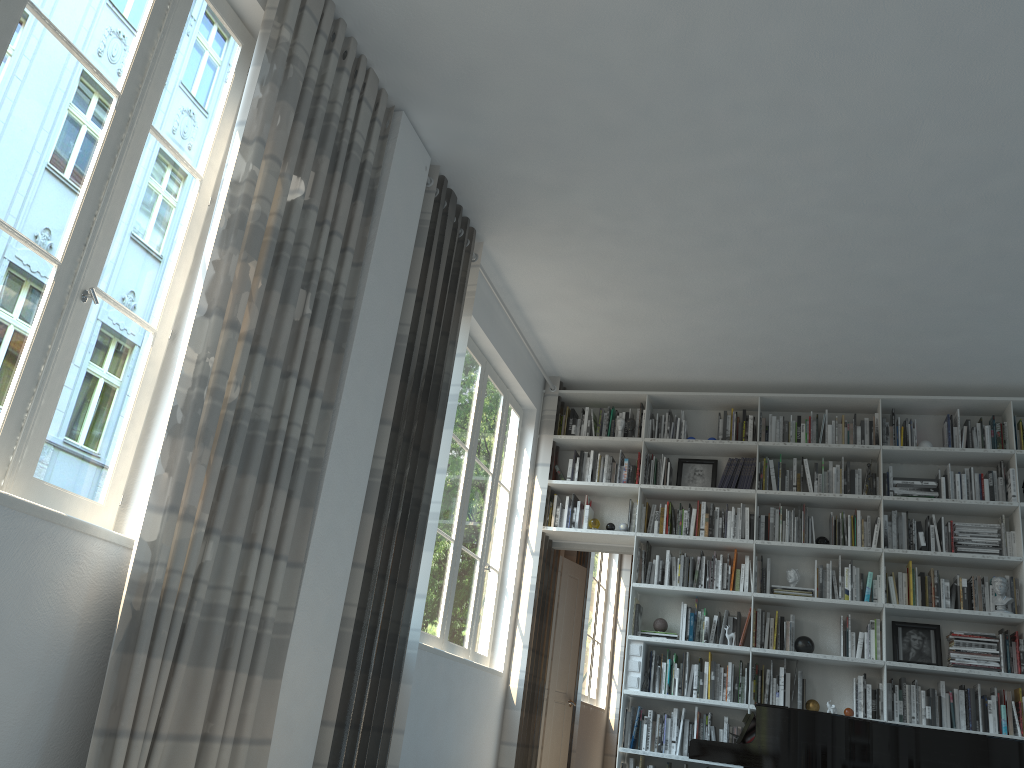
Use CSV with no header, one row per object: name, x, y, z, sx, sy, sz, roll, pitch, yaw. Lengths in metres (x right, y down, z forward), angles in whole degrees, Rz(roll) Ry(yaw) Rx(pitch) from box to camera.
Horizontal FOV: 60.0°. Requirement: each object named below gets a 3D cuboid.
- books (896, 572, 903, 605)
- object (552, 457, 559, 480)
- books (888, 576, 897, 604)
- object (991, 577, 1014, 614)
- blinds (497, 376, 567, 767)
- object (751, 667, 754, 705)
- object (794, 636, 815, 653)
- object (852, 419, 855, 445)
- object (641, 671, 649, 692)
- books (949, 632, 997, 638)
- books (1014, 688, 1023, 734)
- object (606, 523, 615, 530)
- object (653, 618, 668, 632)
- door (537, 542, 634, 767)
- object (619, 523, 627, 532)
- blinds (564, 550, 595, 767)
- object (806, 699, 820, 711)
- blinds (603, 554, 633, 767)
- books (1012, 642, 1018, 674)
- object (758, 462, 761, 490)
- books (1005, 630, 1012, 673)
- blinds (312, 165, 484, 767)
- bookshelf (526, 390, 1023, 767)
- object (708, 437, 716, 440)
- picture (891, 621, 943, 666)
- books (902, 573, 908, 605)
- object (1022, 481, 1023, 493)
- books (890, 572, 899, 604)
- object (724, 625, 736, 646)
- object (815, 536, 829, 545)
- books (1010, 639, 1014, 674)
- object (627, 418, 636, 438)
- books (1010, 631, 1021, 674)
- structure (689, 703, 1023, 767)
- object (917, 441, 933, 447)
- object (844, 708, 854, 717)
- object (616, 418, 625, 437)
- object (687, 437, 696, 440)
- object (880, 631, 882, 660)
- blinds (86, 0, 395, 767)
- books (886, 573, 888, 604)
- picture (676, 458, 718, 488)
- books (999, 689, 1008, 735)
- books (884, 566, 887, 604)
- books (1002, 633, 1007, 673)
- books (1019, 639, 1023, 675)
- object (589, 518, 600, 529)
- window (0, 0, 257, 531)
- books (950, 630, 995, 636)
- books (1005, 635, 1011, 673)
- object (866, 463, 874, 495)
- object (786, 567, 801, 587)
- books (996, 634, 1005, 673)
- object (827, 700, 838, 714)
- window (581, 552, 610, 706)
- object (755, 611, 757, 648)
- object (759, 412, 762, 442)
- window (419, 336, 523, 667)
books,2.648,1.422,6.058,0.026,0.247,0.139,1,-22,18
object,0.339,0.682,7.077,0.035,0.294,0.177,1,-22,18
books,2.590,1.432,6.049,0.053,0.208,0.157,1,-22,18
object,3.167,1.376,5.750,0.137,0.243,0.138,14,-22,-14
blinds,0.222,1.572,6.889,0.140,3.217,0.779,1,-22,18
object,1.652,2.081,6.082,0.012,0.253,0.161,1,-22,18
object,2.001,1.793,6.068,0.134,0.134,0.134,16,-23,-21
object,2.513,0.402,6.534,0.010,0.245,0.158,1,-22,18
object,0.924,2.067,6.152,0.045,0.146,0.045,21,-24,-30
books,3.023,1.660,5.828,0.254,0.012,0.161,2,-22,15
books,3.202,2.081,5.597,0.011,0.299,0.150,1,-22,18
object,0.752,1.095,6.766,0.071,0.072,0.072,9,-21,-3
object,1.069,1.740,6.383,0.105,0.106,0.106,9,-21,-3
door,0.581,2.321,6.936,0.834,1.972,0.789,1,-22,18
object,0.848,1.088,6.716,0.071,0.072,0.072,9,-21,-3
blinds,0.546,2.032,7.930,0.140,3.217,0.779,1,-22,18
object,2.007,2.154,5.922,0.091,0.091,0.091,9,-21,-3
blinds,1.312,3.121,10.398,0.140,3.217,0.779,1,-22,18
books,3.229,1.783,5.721,0.021,0.216,0.132,1,-22,18
object,1.843,0.729,6.605,0.012,0.253,0.161,1,-22,18
books,3.205,1.748,5.738,0.011,0.287,0.152,1,-22,18
blinds,-0.544,0.483,4.420,0.140,3.217,0.779,1,-22,18
bookshelf,3.086,1.599,5.765,6.296,3.129,0.331,1,-22,18
object,1.530,0.450,6.781,0.082,0.083,0.083,9,-21,-3
picture,2.713,1.752,5.945,0.300,0.298,0.078,1,-22,18
books,2.673,1.424,6.043,0.029,0.239,0.156,1,-22,18
object,3.544,0.724,5.985,0.135,0.247,0.136,5,-21,8
books,2.613,1.421,6.060,0.042,0.241,0.163,1,-22,18
object,1.496,1.731,6.095,0.081,0.139,0.044,7,-21,3
object,2.195,1.127,6.273,0.097,0.098,0.097,16,-23,-21
books,3.215,1.777,5.730,0.013,0.231,0.135,1,-22,18
object,0.921,0.358,6.885,0.068,0.197,0.067,19,-24,-27
books,3.243,1.748,5.712,0.011,0.278,0.186,1,-22,18
structure,1.956,2.225,4.647,1.918,0.829,1.340,1,-22,18
object,2.946,0.456,6.324,0.105,0.105,0.105,9,-21,-3
object,2.207,2.155,5.811,0.061,0.062,0.061,16,-23,-21
object,0.844,0.356,6.909,0.068,0.197,0.067,19,-24,-27
object,1.381,0.448,6.828,0.082,0.083,0.083,9,-21,-3
object,2.478,1.779,5.972,0.017,0.215,0.104,1,-22,18
blinds,-0.903,-0.054,3.249,0.183,3.248,1.030,1,-22,17
books,2.568,1.429,6.086,0.011,0.234,0.142,1,-22,18
picture,1.416,0.712,6.798,0.300,0.298,0.078,1,-22,18
books,3.117,2.091,5.630,0.010,0.283,0.132,1,-22,18
books,2.561,1.408,6.098,0.010,0.280,0.141,1,-22,18
books,3.168,1.756,5.734,0.011,0.259,0.185,1,-22,18
books,3.259,1.767,5.687,0.034,0.228,0.200,1,-22,18
object,0.629,1.067,6.761,0.087,0.087,0.087,16,-23,-21
window,-12.846,-4.130,17.927,32.805,18.462,18.608,-1,-23,21
books,3.024,1.648,5.830,0.254,0.012,0.161,-1,-23,21
books,3.192,1.763,5.736,0.013,0.255,0.163,1,-22,18
object,2.525,0.682,6.246,0.075,0.253,0.075,9,-21,-2
object,1.988,1.374,6.277,0.095,0.156,0.121,-5,-25,30
books,3.157,1.760,5.739,0.012,0.253,0.161,1,-22,18
object,2.103,2.130,5.828,0.060,0.094,0.078,-7,-26,33
window,0.793,2.284,9.277,0.073,2.001,1.991,1,-22,18
object,1.715,1.741,6.222,0.012,0.269,0.131,1,-22,18
object,1.892,0.376,6.742,0.012,0.284,0.160,1,-22,18
window,-0.296,0.736,5.770,0.073,2.001,1.991,1,-22,18
